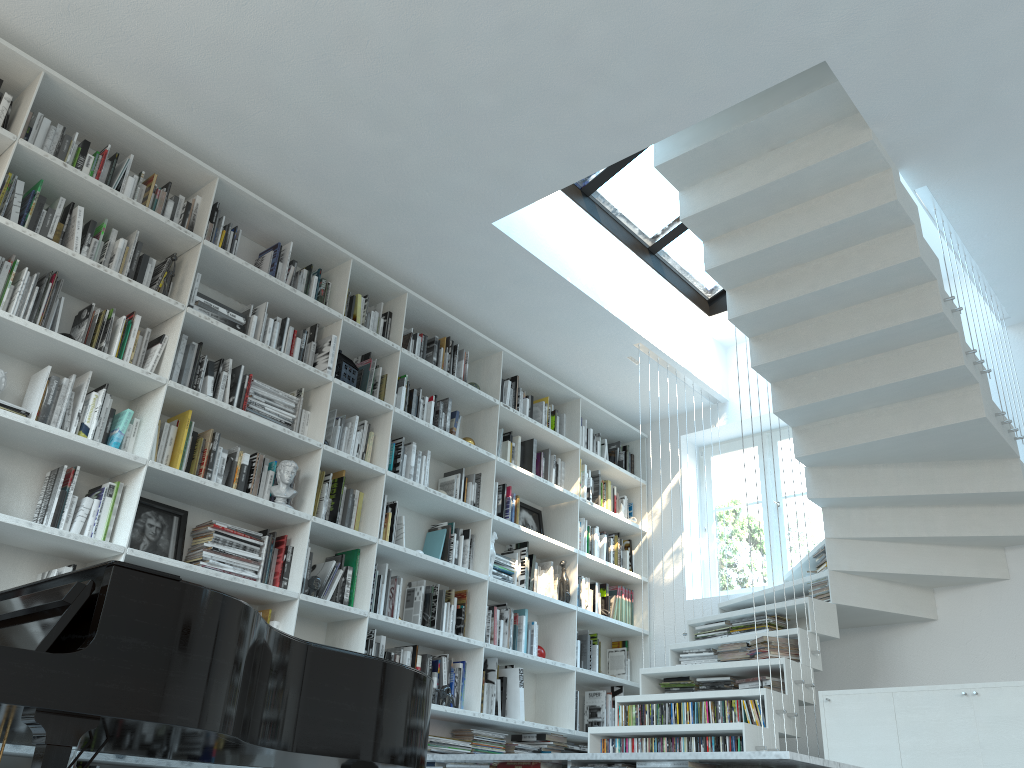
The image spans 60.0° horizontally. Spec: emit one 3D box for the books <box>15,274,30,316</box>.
[{"bbox_3d":[-2.014,-0.308,3.562,0.169,0.260,0.010,-18,-33,37],"label":"books"}]

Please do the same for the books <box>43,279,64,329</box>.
[{"bbox_3d":[-1.923,-0.280,3.636,0.189,0.285,0.011,-18,-33,37],"label":"books"}]

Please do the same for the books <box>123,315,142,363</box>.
[{"bbox_3d":[-1.708,-0.149,3.870,0.190,0.283,0.022,-18,-33,37],"label":"books"}]

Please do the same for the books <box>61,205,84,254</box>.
[{"bbox_3d":[-1.902,-0.603,3.804,0.178,0.284,0.076,-18,-33,37],"label":"books"}]

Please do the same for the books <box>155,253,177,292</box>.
[{"bbox_3d":[-1.645,-0.459,4.079,0.175,0.301,0.058,-18,-33,37],"label":"books"}]

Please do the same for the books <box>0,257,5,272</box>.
[{"bbox_3d":[-2.073,-0.356,3.489,0.157,0.275,0.012,-18,-33,37],"label":"books"}]

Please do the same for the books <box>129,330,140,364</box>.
[{"bbox_3d":[-1.701,-0.111,3.883,0.166,0.228,0.011,-18,-33,37],"label":"books"}]

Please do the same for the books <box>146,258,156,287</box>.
[{"bbox_3d":[-1.697,-0.445,4.040,0.153,0.236,0.025,-18,-33,37],"label":"books"}]

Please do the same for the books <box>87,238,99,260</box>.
[{"bbox_3d":[-1.861,-0.524,3.838,0.168,0.179,0.028,-18,-34,37],"label":"books"}]

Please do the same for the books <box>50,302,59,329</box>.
[{"bbox_3d":[-1.926,-0.228,3.653,0.132,0.208,0.004,-18,-33,37],"label":"books"}]

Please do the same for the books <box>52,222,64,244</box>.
[{"bbox_3d":[-1.962,-0.577,3.746,0.160,0.179,0.034,-18,-34,37],"label":"books"}]

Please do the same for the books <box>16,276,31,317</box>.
[{"bbox_3d":[-2.007,-0.302,3.568,0.152,0.254,0.011,-18,-33,37],"label":"books"}]

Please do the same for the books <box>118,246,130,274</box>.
[{"bbox_3d":[-1.771,-0.493,3.946,0.142,0.230,0.013,-18,-33,37],"label":"books"}]

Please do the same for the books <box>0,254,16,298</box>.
[{"bbox_3d":[-2.060,-0.358,3.530,0.155,0.315,0.011,-18,-33,37],"label":"books"}]

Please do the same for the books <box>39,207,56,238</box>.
[{"bbox_3d":[-1.989,-0.616,3.712,0.158,0.217,0.029,-18,-33,37],"label":"books"}]

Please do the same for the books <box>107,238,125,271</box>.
[{"bbox_3d":[-1.789,-0.512,3.906,0.192,0.225,0.021,-18,-34,37],"label":"books"}]

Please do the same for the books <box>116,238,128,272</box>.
[{"bbox_3d":[-1.786,-0.513,3.941,0.136,0.259,0.028,-18,-33,37],"label":"books"}]

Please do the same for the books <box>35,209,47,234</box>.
[{"bbox_3d":[-2.012,-0.617,3.694,0.153,0.200,0.024,-18,-33,37],"label":"books"}]

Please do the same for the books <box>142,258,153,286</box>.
[{"bbox_3d":[-1.701,-0.452,4.012,0.161,0.221,0.022,-18,-33,37],"label":"books"}]

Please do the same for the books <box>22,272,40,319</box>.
[{"bbox_3d":[-1.986,-0.307,3.580,0.169,0.278,0.011,-18,-33,37],"label":"books"}]

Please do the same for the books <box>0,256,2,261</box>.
[{"bbox_3d":[-2.088,-0.363,3.480,0.151,0.278,0.026,-18,-33,37],"label":"books"}]

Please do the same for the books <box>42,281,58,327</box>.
[{"bbox_3d":[-1.941,-0.277,3.641,0.167,0.283,0.004,-18,-33,37],"label":"books"}]

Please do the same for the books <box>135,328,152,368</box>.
[{"bbox_3d":[-1.667,-0.111,3.910,0.155,0.256,0.022,-18,-33,37],"label":"books"}]

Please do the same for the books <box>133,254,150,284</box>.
[{"bbox_3d":[-1.715,-0.460,3.991,0.183,0.216,0.030,-18,-34,37],"label":"books"}]

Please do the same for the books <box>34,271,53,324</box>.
[{"bbox_3d":[-1.960,-0.304,3.631,0.153,0.319,0.004,-18,-33,37],"label":"books"}]

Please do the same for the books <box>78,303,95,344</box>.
[{"bbox_3d":[-1.840,-0.206,3.764,0.129,0.274,0.012,-18,-33,37],"label":"books"}]

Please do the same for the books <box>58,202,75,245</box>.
[{"bbox_3d":[-1.950,-0.626,3.796,0.135,0.314,0.013,-18,-33,37],"label":"books"}]

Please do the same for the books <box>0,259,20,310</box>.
[{"bbox_3d":[-2.038,-0.344,3.517,0.184,0.282,0.010,-18,-33,37],"label":"books"}]

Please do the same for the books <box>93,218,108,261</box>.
[{"bbox_3d":[-1.845,-0.574,3.879,0.145,0.306,0.012,-18,-33,37],"label":"books"}]

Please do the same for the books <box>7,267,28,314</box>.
[{"bbox_3d":[-2.009,-0.323,3.533,0.190,0.262,0.009,-18,-34,37],"label":"books"}]

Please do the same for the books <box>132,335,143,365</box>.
[{"bbox_3d":[-1.690,-0.099,3.892,0.142,0.215,0.024,-18,-33,37],"label":"books"}]

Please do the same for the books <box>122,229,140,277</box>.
[{"bbox_3d":[-1.753,-0.528,3.966,0.183,0.312,0.011,-18,-33,37],"label":"books"}]

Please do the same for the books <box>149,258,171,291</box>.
[{"bbox_3d":[-1.656,-0.448,4.061,0.167,0.262,0.055,-18,-33,37],"label":"books"}]

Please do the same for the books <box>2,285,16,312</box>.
[{"bbox_3d":[-2.041,-0.290,3.519,0.149,0.186,0.029,-18,-34,37],"label":"books"}]

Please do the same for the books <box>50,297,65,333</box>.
[{"bbox_3d":[-1.909,-0.234,3.664,0.148,0.231,0.031,-18,-33,37],"label":"books"}]

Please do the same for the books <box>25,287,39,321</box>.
[{"bbox_3d":[-1.976,-0.274,3.568,0.181,0.208,0.011,-18,-34,37],"label":"books"}]

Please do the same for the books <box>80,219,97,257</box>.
[{"bbox_3d":[-1.882,-0.570,3.843,0.169,0.264,0.027,-18,-33,37],"label":"books"}]

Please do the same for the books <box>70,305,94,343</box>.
[{"bbox_3d":[-1.841,-0.201,3.749,0.161,0.253,0.005,-18,-33,37],"label":"books"}]

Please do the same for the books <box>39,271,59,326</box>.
[{"bbox_3d":[-1.949,-0.300,3.648,0.162,0.329,0.005,-18,-33,37],"label":"books"}]

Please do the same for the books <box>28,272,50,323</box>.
[{"bbox_3d":[-1.963,-0.301,3.604,0.177,0.290,0.011,-18,-33,37],"label":"books"}]

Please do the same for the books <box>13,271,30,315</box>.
[{"bbox_3d":[-2.003,-0.314,3.538,0.184,0.250,0.012,-18,-33,37],"label":"books"}]

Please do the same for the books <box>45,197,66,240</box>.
[{"bbox_3d":[-1.970,-0.640,3.745,0.156,0.292,0.023,-18,-33,37],"label":"books"}]

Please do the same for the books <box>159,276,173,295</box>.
[{"bbox_3d":[-1.639,-0.396,4.103,0.135,0.210,0.028,-18,-33,37],"label":"books"}]

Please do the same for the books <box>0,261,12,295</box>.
[{"bbox_3d":[-2.062,-0.343,3.499,0.178,0.261,0.024,-18,-33,37],"label":"books"}]

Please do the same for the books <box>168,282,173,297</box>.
[{"bbox_3d":[-1.629,-0.378,4.119,0.098,0.193,0.019,-18,-33,37],"label":"books"}]

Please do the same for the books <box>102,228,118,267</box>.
[{"bbox_3d":[-1.821,-0.541,3.918,0.138,0.285,0.026,-18,-33,37],"label":"books"}]

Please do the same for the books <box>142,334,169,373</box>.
[{"bbox_3d":[-1.623,-0.092,3.922,0.209,0.236,0.064,-18,-34,37],"label":"books"}]

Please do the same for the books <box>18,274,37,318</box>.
[{"bbox_3d":[-1.989,-0.304,3.566,0.180,0.259,0.009,-18,-34,37],"label":"books"}]

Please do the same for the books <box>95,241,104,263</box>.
[{"bbox_3d":[-1.855,-0.518,3.886,0.128,0.211,0.024,-18,-33,37],"label":"books"}]

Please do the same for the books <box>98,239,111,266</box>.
[{"bbox_3d":[-1.824,-0.517,3.881,0.174,0.207,0.010,-18,-34,37],"label":"books"}]

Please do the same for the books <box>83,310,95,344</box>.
[{"bbox_3d":[-1.833,-0.187,3.760,0.146,0.238,0.005,-18,-33,37],"label":"books"}]

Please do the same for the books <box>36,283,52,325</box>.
[{"bbox_3d":[-1.952,-0.277,3.618,0.158,0.260,0.010,-18,-33,37],"label":"books"}]

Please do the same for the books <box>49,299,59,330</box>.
[{"bbox_3d":[-1.932,-0.235,3.651,0.151,0.217,0.012,-18,-33,37],"label":"books"}]

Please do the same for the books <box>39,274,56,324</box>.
[{"bbox_3d":[-1.955,-0.295,3.643,0.157,0.314,0.005,-18,-33,37],"label":"books"}]

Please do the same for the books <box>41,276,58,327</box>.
[{"bbox_3d":[-1.946,-0.287,3.645,0.162,0.304,0.005,-18,-33,37],"label":"books"}]

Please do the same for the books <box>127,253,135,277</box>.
[{"bbox_3d":[-1.760,-0.472,3.968,0.150,0.212,0.024,-18,-33,37],"label":"books"}]

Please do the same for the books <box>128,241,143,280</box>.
[{"bbox_3d":[-1.745,-0.497,4.002,0.147,0.289,0.022,-18,-33,37],"label":"books"}]
